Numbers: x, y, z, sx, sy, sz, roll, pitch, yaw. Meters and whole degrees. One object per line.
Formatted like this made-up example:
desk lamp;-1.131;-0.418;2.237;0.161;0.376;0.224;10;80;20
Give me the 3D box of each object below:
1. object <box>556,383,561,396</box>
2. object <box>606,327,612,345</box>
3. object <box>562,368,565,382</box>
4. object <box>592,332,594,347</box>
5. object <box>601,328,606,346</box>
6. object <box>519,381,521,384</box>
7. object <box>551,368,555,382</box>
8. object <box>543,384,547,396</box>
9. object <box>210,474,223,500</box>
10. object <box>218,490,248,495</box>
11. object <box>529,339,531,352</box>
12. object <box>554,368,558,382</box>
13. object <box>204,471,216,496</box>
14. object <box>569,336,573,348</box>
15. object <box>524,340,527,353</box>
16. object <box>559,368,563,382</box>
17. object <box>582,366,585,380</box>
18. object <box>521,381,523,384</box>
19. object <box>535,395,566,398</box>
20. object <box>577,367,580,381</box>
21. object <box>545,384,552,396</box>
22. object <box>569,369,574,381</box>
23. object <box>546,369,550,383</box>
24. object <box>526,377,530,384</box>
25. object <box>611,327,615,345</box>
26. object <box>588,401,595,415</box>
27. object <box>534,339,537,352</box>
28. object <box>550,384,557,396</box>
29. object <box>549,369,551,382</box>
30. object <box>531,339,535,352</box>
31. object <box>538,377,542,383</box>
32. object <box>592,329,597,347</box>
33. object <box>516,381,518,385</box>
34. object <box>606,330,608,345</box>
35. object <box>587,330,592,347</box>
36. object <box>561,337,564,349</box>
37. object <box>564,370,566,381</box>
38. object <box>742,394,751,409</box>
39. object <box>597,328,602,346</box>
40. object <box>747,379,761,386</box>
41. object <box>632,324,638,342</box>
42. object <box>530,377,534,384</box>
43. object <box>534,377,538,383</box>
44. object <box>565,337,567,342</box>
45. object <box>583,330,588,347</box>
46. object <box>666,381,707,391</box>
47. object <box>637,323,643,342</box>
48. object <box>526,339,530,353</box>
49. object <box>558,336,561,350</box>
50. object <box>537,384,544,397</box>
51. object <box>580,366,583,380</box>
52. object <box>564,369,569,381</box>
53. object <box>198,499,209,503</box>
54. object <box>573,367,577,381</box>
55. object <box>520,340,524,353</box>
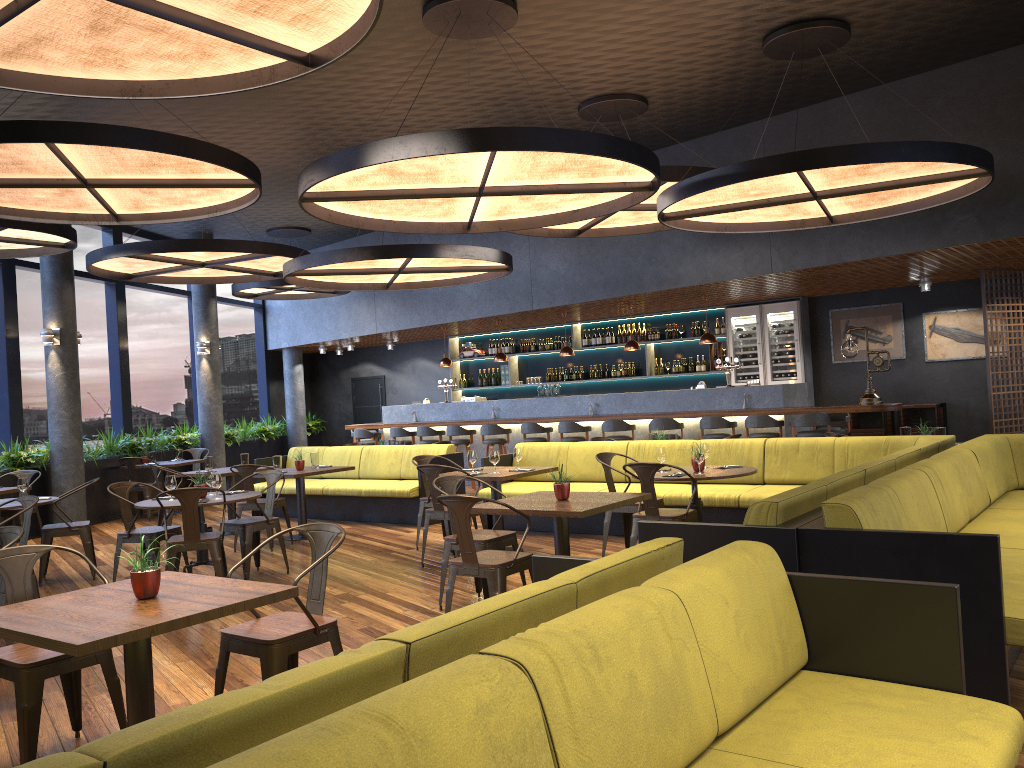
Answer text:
object;0.719;0.096;14.042;0.105;0.209;0.105;-3;-1;-19
object;1.686;-0.830;15.469;0.085;0.310;0.086;-3;-1;-20
object;0.936;-0.169;16.228;0.063;0.254;0.063;-3;-1;9
object;1.455;-0.813;15.752;0.085;0.310;0.086;-3;-1;-26
object;1.608;-0.824;15.641;0.085;0.310;0.086;-3;-1;-43
object;0.148;-0.021;16.611;0.042;0.059;0.042;-3;-1;-2
object;0.741;-0.158;16.189;0.063;0.254;0.063;-4;-1;24
object;0.534;0.109;14.176;0.105;0.209;0.105;-3;-1;-19
object;-2.419;0.840;7.261;0.097;0.206;0.097;-4;-1;43
object;-2.425;0.940;7.675;0.157;0.019;0.255;-4;-1;35
object;0.334;-0.709;16.574;0.063;0.254;0.063;-3;-1;9
object;0.809;-0.161;16.261;0.063;0.254;0.063;-3;-1;-6
object;-2.604;0.856;7.658;0.097;0.206;0.097;-3;-1;8
object;1.052;-0.744;15.935;0.088;0.224;0.088;-3;-1;-39
object;0.259;-0.704;16.626;0.063;0.254;0.063;-4;-1;14
object;0.886;-0.166;16.154;0.063;0.254;0.063;-3;-1;-26
object;1.269;-0.192;15.924;0.063;0.254;0.063;-3;-1;9
object;0.189;-0.024;16.628;0.042;0.059;0.042;-3;-1;-2
object;0.611;0.198;14.081;0.437;0.019;0.273;-4;-1;36
object;1.187;-0.186;15.992;0.063;0.254;0.063;-3;-1;-21
object;0.586;0.104;14.064;0.105;0.209;0.105;-3;-1;-19
object;1.079;-0.164;16.107;0.088;0.224;0.088;-3;-1;11
object;0.661;-0.152;16.249;0.063;0.254;0.063;-3;-1;9
object;0.304;-0.061;16.564;0.084;0.119;0.084;-3;-1;-9
object;1.761;-0.834;15.531;0.085;0.310;0.086;-3;-1;-13
object;1.195;0.363;13.302;0.114;0.203;0.069;-4;-1;26
object;0.420;-0.714;16.521;0.063;0.254;0.063;-3;-1;-16
object;0.657;0.099;13.945;0.105;0.209;0.105;-3;-1;-19
object;0.710;-0.154;16.334;0.063;0.254;0.063;-4;-1;29
object;0.383;-0.714;16.412;0.063;0.254;0.063;-3;-1;-36
object;0.512;-0.075;16.410;0.084;0.119;0.084;-3;-1;-9
object;1.456;-0.815;15.639;0.085;0.310;0.086;-3;-1;-20
object;0.094;-0.017;16.697;0.042;0.059;0.042;-3;-1;-2
object;1.686;-0.829;15.589;0.085;0.310;0.086;-3;-1;-26
object;1.375;-0.808;15.811;0.085;0.310;0.086;-3;-1;-39
object;0.918;-0.732;15.999;0.068;0.217;0.068;-4;-1;21
object;0.987;-0.158;16.146;0.088;0.224;0.088;-3;-1;1
object;3.131;0.232;11.877;0.114;0.203;0.069;-3;-1;-19
object;1.529;-0.820;15.582;0.085;0.310;0.086;-3;-1;-26
object;3.267;-0.019;11.999;0.177;0.091;0.091;-3;-1;11
object;2.093;-0.869;15.148;0.084;0.330;0.084;-4;-1;43
object;0.372;-0.066;16.513;0.084;0.119;0.084;-3;-1;-9
object;0.442;-0.071;16.462;0.084;0.119;0.084;-3;-1;-9
object;0.979;-0.735;16.070;0.068;0.217;0.068;-4;-1;41
object;1.296;-0.804;15.752;0.085;0.310;0.086;-3;-1;-26
object;2.396;0.032;12.668;0.766;0.106;0.200;-4;-1;36
object;2.172;-0.874;15.093;0.084;0.330;0.084;-4;-1;43
object;0.295;-0.707;16.500;0.063;0.254;0.063;-3;-1;9
object;0.867;-0.745;16.188;0.063;0.254;0.063;-3;-1;-26
object;0.460;0.112;14.096;0.105;0.209;0.105;-3;-1;-19
object;1.238;-0.191;15.844;0.063;0.254;0.063;-3;-1;-11
object;0.990;-0.159;16.032;0.088;0.224;0.088;-3;-1;-39
object;-2.521;0.939;7.122;0.157;0.019;0.255;-3;-1;-11
object;1.132;-0.184;15.932;0.063;0.254;0.063;-3;-1;-36
object;0.186;-0.701;16.546;0.063;0.254;0.063;-4;-1;19
